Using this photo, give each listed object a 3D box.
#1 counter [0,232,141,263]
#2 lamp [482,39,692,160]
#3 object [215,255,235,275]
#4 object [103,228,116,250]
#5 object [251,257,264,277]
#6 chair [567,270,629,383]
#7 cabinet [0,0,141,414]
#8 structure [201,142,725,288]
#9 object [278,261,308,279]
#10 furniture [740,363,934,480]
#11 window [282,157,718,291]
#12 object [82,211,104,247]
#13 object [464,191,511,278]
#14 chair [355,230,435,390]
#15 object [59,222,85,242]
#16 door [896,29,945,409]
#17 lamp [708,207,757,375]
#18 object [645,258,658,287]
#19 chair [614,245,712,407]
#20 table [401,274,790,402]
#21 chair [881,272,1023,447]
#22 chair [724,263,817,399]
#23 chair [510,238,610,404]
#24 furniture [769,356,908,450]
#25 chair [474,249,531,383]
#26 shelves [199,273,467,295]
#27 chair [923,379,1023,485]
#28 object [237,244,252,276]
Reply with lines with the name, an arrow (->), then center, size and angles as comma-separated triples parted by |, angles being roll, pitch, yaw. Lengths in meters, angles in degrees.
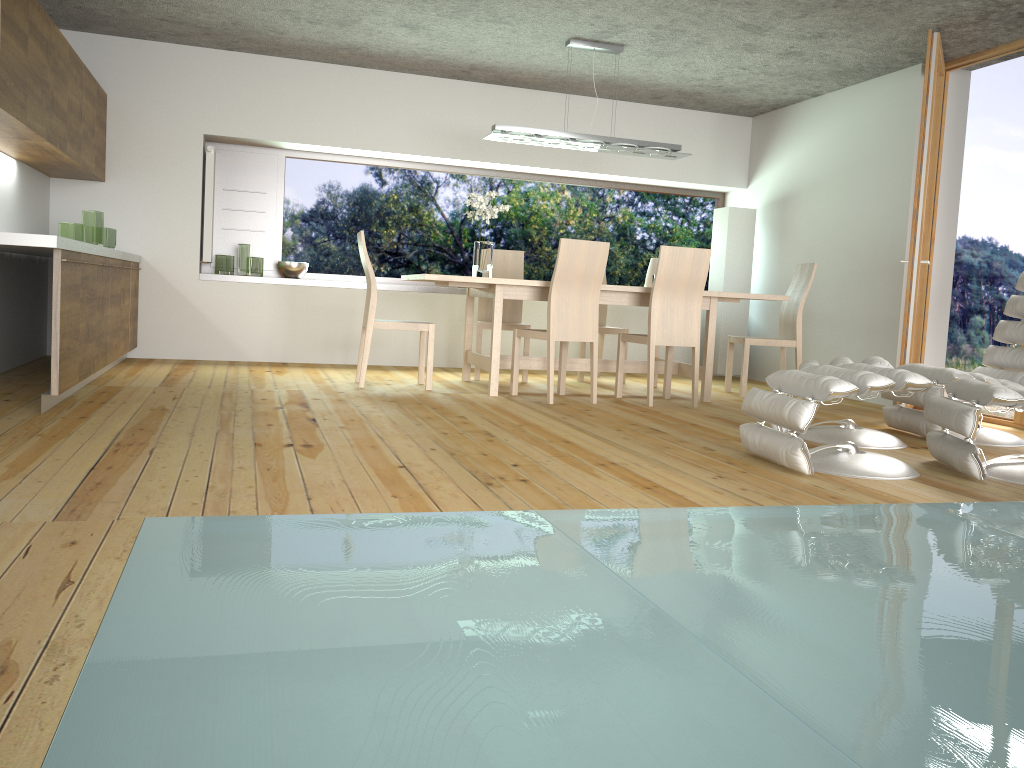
counter -> -2.730, -0.798, 5.255 | 0.652, 0.054, 3.294 | 1, 6, -17
lamp -> 0.563, -2.036, 6.272 | 1.490, 0.718, 0.291 | 2, 5, -17
object -> -2.350, -0.974, 7.253 | 0.111, 0.160, 0.112 | 5, 5, 23
object -> -2.799, -0.991, 6.088 | 0.112, 0.160, 0.112 | 4, 5, 8
object -> -2.142, -0.976, 7.391 | 0.111, 0.160, 0.112 | 0, 5, -32
chair -> 0.674, -0.546, 7.312 | 0.404, 1.015, 0.507 | 2, 5, -18
cabinet -> -2.743, -1.036, 5.332 | 0.656, 2.000, 3.100 | 2, 5, -17
structure -> -0.197, -1.360, 7.935 | 4.874, 1.151, 0.527 | 1, 5, -17
object -> -1.837, -0.951, 7.430 | 0.247, 0.137, 0.247 | 5, 6, 18
furniture -> 1.401, 0.134, 3.789 | 0.686, 0.438, 0.571 | 2, 5, -11
window -> 0.026, -1.407, 8.223 | 4.185, 0.976, 0.013 | 1, 4, -17
object -> -2.787, -1.019, 5.890 | 0.099, 0.259, 0.099 | 4, 4, 8
object -> -0.187, -1.028, 6.084 | 0.304, 0.606, 0.303 | 2, 4, -14
chair -> -0.794, -0.493, 5.953 | 0.506, 1.015, 0.405 | 2, 4, -14
object -> -2.841, -0.957, 5.719 | 0.111, 0.160, 0.112 | 4, 5, 8
door -> 2.749, -1.013, 5.946 | 0.163, 2.413, 0.935 | 5, 5, 28
lamp -> 1.986, -0.845, 8.108 | 0.280, 1.497, 0.281 | 2, 4, -17
object -> 1.329, -0.991, 8.341 | 0.153, 0.383, 0.153 | 2, 5, -21
chair -> 0.995, -0.382, 5.841 | 0.404, 1.015, 0.507 | 2, 5, -18
table -> 0.513, -0.327, 6.324 | 2.499, 0.754, 1.203 | 2, 5, -14
chair -> 2.618, -0.176, 4.919 | 0.914, 0.967, 0.571 | 3, 4, -7
chair -> 1.948, -0.414, 6.695 | 0.506, 1.015, 0.405 | 3, 4, -4
chair -> 0.308, -0.406, 5.692 | 0.404, 1.015, 0.507 | 1, 5, -28
furniture -> 1.710, 0.068, 4.625 | 0.686, 0.438, 0.570 | 5, 5, 18
chair -> -0.081, -0.551, 6.935 | 0.404, 1.015, 0.507 | 3, 4, -6
shelves -> -0.219, -0.818, 7.952 | 4.869, 0.054, 0.405 | 1, 6, -17
chair -> 2.315, -0.079, 3.765 | 0.914, 0.967, 0.570 | 4, 4, 8
object -> -2.184, -1.011, 7.237 | 0.099, 0.259, 0.100 | 2, 4, -12
